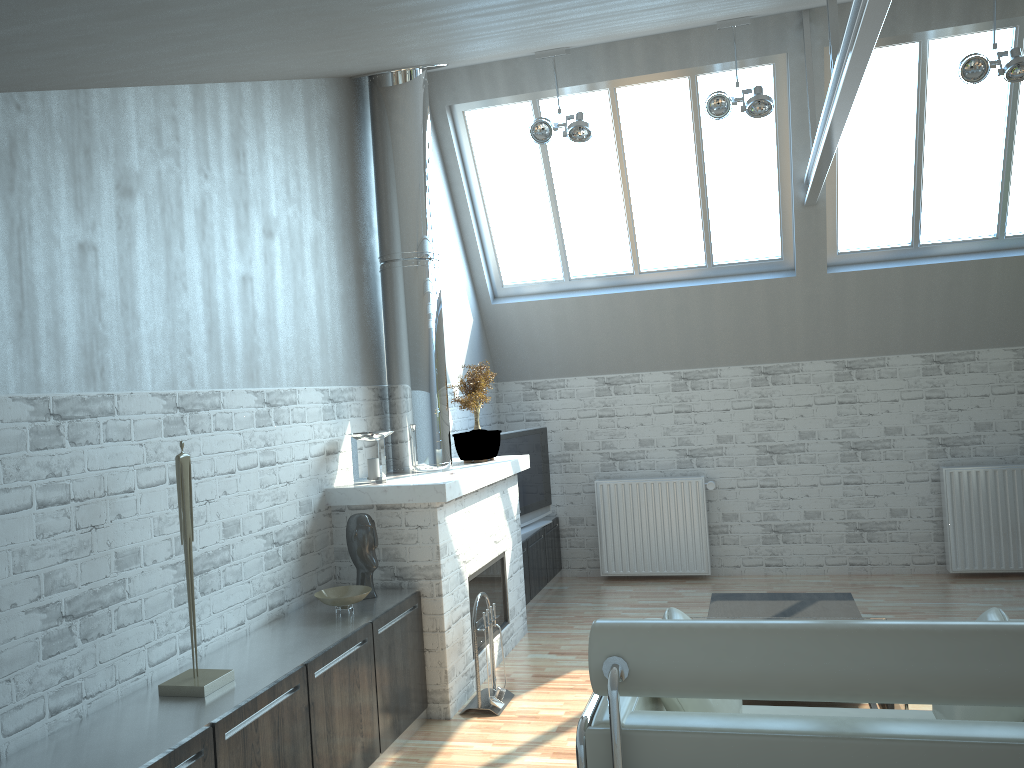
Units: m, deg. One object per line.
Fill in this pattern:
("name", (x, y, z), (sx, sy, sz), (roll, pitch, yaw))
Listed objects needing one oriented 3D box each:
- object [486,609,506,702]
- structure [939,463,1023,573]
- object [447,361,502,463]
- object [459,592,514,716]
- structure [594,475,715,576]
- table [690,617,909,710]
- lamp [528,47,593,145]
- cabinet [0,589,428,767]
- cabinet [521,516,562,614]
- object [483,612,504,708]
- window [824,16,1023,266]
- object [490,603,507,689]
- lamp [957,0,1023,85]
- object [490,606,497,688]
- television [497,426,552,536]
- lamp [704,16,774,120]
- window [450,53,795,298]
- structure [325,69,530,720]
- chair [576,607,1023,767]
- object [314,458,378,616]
("object", (-0.155, 2.703, 8.824), (0.145, 0.932, 0.065), (-4, -1, -3))
("structure", (7.264, 1.923, 12.773), (1.892, 1.524, 0.508), (-4, -1, 15))
("object", (-0.498, 0.332, 10.968), (0.572, 1.265, 1.115), (-4, -1, 19))
("object", (-0.281, 2.658, 8.911), (0.412, 1.124, 0.584), (-4, -1, 15))
("structure", (2.317, 2.259, 14.112), (1.892, 1.524, 0.508), (-4, -1, 15))
("table", (2.406, 2.580, 7.659), (1.726, 0.867, 1.015), (-4, -1, 15))
("lamp", (0.565, -3.675, 11.254), (0.808, 1.172, 0.619), (-4, -1, 19))
("cabinet", (-1.877, 2.668, 6.491), (0.914, 1.270, 4.572), (-4, -1, 15))
("cabinet", (-0.050, 2.740, 13.269), (0.908, 1.016, 3.234), (-4, -1, 15))
("object", (-0.189, 2.695, 8.686), (0.146, 0.916, 0.131), (-4, -1, 15))
("window", (6.558, -3.263, 11.697), (4.651, 2.787, 1.897), (-4, -1, 15))
("object", (-0.156, 2.675, 9.043), (0.155, 0.873, 0.026), (-4, -1, 16))
("lamp", (5.416, -4.004, 9.941), (0.808, 1.172, 0.618), (-4, -1, 19))
("object", (-0.186, 2.667, 8.933), (0.025, 0.855, 0.025), (-4, -1, 37))
("television", (-0.047, 1.472, 13.351), (0.592, 1.514, 2.577), (-4, -1, 25))
("lamp", (2.694, -3.820, 10.678), (0.808, 1.172, 0.619), (-4, -1, 19))
("window", (1.664, -2.932, 13.021), (4.651, 2.787, 1.897), (-4, -1, 15))
("structure", (-0.919, -0.317, 10.204), (1.309, 7.180, 3.302), (-4, -1, 15))
("chair", (1.771, 2.047, 4.698), (2.507, 2.001, 2.201), (-4, -1, 15))
("object", (0.759, 1.863, 7.772), (4.859, 2.558, 1.528), (-4, -1, 14))
